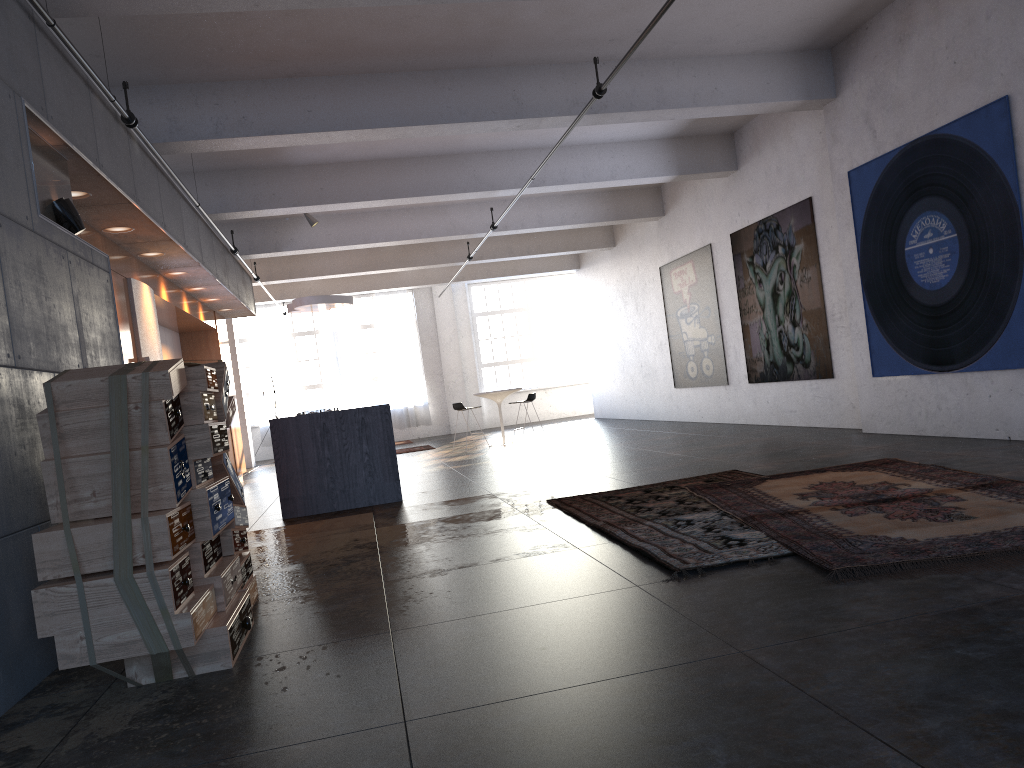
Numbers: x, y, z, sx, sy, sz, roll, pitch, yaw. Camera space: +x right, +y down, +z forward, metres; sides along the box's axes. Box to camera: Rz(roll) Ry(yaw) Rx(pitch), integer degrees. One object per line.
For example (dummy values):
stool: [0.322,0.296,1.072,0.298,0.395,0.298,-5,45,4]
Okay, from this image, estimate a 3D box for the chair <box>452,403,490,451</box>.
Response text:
chair: [-0.734,0.745,14.981,0.514,0.896,0.455,-8,1,-34]

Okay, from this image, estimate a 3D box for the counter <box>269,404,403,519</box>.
counter: [-2.259,0.835,11.794,1.150,0.971,6.603,-8,0,-10]

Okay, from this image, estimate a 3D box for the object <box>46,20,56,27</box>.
object: [-4.429,0.479,11.286,0.061,0.053,0.052,-7,1,32]

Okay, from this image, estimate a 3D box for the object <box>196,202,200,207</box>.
object: [-4.401,0.462,11.349,0.052,0.053,0.062,-8,0,-4]

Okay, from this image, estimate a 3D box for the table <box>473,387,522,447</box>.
table: [-0.191,0.585,15.427,0.834,0.952,0.822,-8,1,-11]

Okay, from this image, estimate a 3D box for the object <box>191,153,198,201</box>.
object: [-4.359,0.453,11.314,0.050,0.053,0.065,-7,0,27]

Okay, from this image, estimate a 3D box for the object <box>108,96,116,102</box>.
object: [-4.389,0.415,11.359,0.063,0.051,0.052,-8,1,-19]

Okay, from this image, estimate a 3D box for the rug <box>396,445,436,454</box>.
rug: [-2.994,1.422,17.285,2.907,0.029,1.839,-7,0,-12]

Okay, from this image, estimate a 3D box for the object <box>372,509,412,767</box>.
object: [-2.588,1.498,8.649,19.895,0.001,26.986,-7,0,-11]

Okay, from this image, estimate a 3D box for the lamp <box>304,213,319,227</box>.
lamp: [-2.922,-2.416,12.835,0.225,0.287,0.130,-8,1,-28]

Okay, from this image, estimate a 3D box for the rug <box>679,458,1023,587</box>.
rug: [2.152,0.685,5.220,1.878,0.048,3.517,-7,0,-1]

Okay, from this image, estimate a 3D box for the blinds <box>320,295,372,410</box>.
blinds: [-4.108,-0.570,21.839,1.046,3.699,0.335,-8,1,-15]

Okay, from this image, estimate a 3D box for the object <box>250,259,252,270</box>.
object: [-4.339,0.413,11.341,0.057,0.060,0.053,-7,1,12]

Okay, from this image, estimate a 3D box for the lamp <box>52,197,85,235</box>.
lamp: [-2.606,-0.954,5.151,0.215,0.259,0.168,-8,1,-30]

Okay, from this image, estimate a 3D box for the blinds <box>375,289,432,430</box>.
blinds: [-2.772,-0.750,22.136,1.038,3.753,0.339,-8,1,-14]

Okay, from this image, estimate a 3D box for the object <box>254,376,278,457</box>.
object: [-5.319,0.792,19.541,1.189,1.920,1.047,-8,1,-11]

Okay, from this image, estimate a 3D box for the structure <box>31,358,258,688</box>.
structure: [-1.588,0.539,4.141,0.643,1.316,1.898,-8,0,-10]

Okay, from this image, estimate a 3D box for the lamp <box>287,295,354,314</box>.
lamp: [-3.214,-1.290,14.372,1.059,0.130,1.026,-8,0,35]

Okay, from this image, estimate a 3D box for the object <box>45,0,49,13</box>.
object: [-4.457,0.435,11.268,0.062,0.053,0.052,-7,1,37]

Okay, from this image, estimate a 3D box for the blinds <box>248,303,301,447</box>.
blinds: [-5.769,-0.342,21.487,1.040,3.677,0.358,-8,1,-13]

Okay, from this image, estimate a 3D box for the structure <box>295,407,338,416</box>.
structure: [-2.369,0.352,10.825,0.516,0.072,0.635,-7,0,-11]

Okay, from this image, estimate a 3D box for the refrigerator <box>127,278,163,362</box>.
refrigerator: [-3.555,0.117,8.703,0.222,2.192,0.947,-8,1,-13]

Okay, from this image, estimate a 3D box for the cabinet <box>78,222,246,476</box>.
cabinet: [-5.021,0.218,10.395,2.397,2.563,8.042,-8,0,-10]

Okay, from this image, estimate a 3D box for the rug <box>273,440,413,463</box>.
rug: [-3.928,1.570,20.832,3.155,0.009,1.800,-7,0,-12]

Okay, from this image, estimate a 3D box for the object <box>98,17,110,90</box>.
object: [-4.410,0.416,11.224,0.058,0.060,0.051,-7,1,23]
